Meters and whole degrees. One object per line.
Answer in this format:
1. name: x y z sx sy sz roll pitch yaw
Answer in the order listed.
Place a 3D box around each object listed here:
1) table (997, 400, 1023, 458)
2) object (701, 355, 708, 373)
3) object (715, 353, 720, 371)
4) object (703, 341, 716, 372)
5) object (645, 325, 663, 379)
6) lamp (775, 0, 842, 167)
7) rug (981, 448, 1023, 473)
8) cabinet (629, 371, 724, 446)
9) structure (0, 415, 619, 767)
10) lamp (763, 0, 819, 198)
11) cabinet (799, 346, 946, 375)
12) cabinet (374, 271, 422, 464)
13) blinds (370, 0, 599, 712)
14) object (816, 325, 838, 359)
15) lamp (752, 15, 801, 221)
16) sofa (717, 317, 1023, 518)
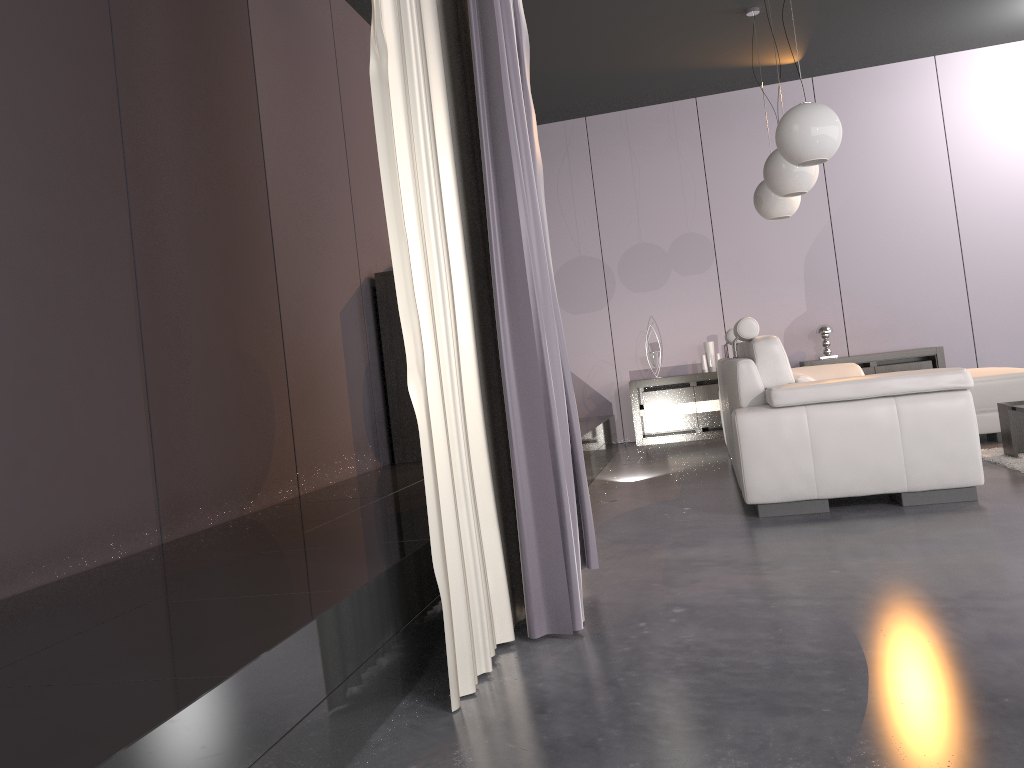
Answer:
1. table: 2.778 0.208 4.076 0.700 0.271 0.905 -7 0 12
2. object: 1.653 -0.172 7.618 0.051 0.152 0.051 -6 -2 -9
3. object: 1.771 -0.186 7.594 0.051 0.152 0.051 -6 -2 -9
4. object: 1.723 -0.237 7.694 0.089 0.264 0.089 -6 -2 -27
5. object: 1.232 -0.282 7.723 0.123 0.466 0.108 -7 -2 13
6. lamp: 1.362 -1.766 4.292 0.307 1.418 0.305 -6 -2 -20
7. rug: 2.782 0.347 4.059 0.915 0.023 1.526 -7 0 12
8. cabinet: 1.589 0.191 7.642 1.071 0.556 0.377 -7 -2 12
9. structure: -0.522 0.594 3.208 0.999 0.301 8.772 -7 0 12
10. lamp: 1.541 -1.793 5.128 0.306 1.418 0.307 -7 -2 15
11. cabinet: 2.994 0.030 7.347 1.071 0.556 0.377 -7 -2 12
12. cabinet: -0.402 -0.128 5.438 0.411 1.077 1.072 -7 -1 12
13. blinds: -0.046 -0.820 2.676 0.248 3.002 3.288 -7 -1 12
14. object: 2.643 -0.358 7.457 0.140 0.285 0.140 -7 -2 12
15. lamp: 1.722 -1.819 6.000 0.306 1.418 0.307 -7 -2 15
16. sofa: 2.119 -0.006 4.910 1.866 0.860 2.862 -7 0 12
